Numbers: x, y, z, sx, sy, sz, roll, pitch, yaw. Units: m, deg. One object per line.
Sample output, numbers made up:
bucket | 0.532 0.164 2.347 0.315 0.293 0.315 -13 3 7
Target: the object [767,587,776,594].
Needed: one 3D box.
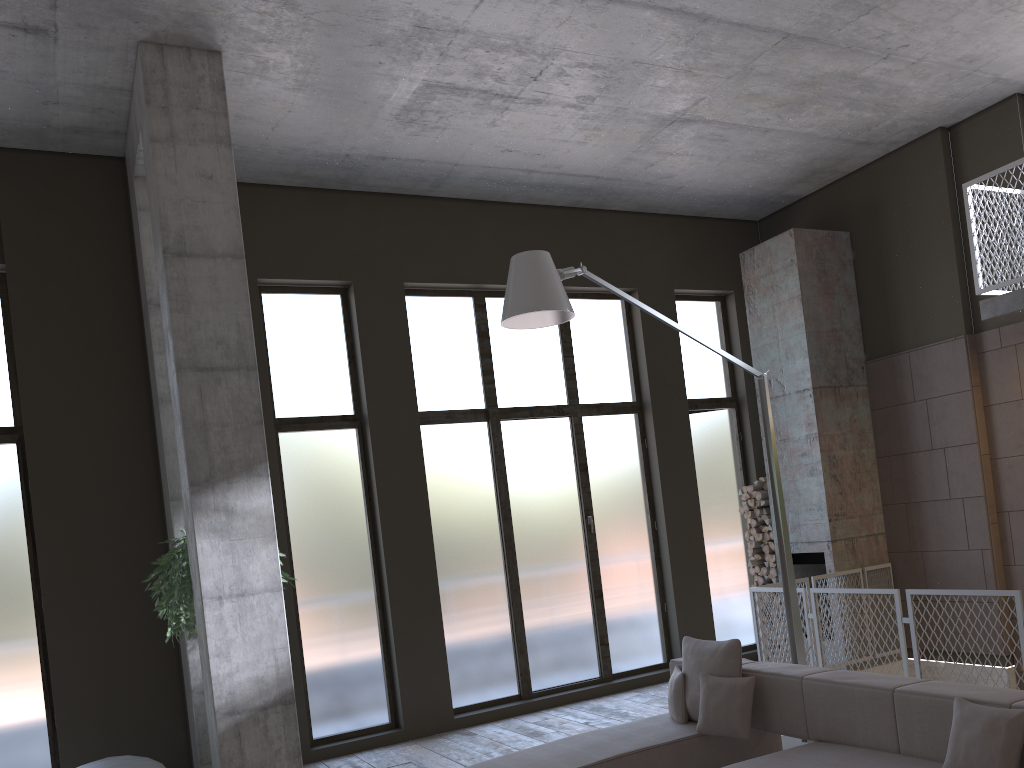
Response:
object | 3.048 2.277 9.819 0.453 0.089 0.092 -2 -7 -27

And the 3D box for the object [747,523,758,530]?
object | 2.782 1.611 9.994 0.250 0.072 0.046 -2 -5 -28

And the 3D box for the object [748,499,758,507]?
object | 2.882 1.324 9.910 0.477 0.082 0.095 -2 -7 -28

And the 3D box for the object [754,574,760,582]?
object | 2.919 2.214 10.041 0.291 0.102 0.102 -3 -6 -26

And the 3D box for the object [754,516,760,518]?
object | 2.868 1.479 9.955 0.330 0.056 0.090 -2 -8 -28

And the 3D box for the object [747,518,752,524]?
object | 2.843 1.564 10.050 0.291 0.102 0.102 -3 -6 -26

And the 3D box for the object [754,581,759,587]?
object | 2.859 2.261 9.986 0.250 0.072 0.046 -2 -5 -28

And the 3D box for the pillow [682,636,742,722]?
pillow | 1.254 1.888 5.574 0.220 0.553 0.572 -6 -5 -26

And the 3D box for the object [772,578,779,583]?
object | 3.075 2.180 9.785 0.423 0.084 0.067 -2 -6 -30

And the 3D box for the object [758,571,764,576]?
object | 2.945 2.129 9.947 0.330 0.056 0.090 -2 -8 -28

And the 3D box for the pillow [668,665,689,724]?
pillow | 1.108 2.074 5.819 0.151 0.373 0.372 -7 -5 5

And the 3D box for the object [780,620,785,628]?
object | 3.170 2.625 9.736 0.435 0.091 0.093 -2 -7 -28

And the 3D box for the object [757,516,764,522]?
object | 2.923 1.505 9.913 0.357 0.074 0.065 -2 -6 -29

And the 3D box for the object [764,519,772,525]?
object | 2.998 1.530 9.793 0.423 0.084 0.067 -2 -6 -30

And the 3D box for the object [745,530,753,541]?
object | 2.833 1.729 10.074 0.362 0.124 0.064 -2 -4 -29

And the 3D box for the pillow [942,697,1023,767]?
pillow | 2.120 1.615 3.931 0.186 0.356 0.376 -5 -5 -28

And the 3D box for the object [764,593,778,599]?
object | 3.043 2.353 9.885 0.477 0.083 0.095 -2 -7 -28

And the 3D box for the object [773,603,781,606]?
object | 3.116 2.405 9.799 0.453 0.089 0.092 -2 -7 -28

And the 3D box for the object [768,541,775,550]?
object | 3.018 1.785 9.742 0.363 0.108 0.090 -2 -6 -28

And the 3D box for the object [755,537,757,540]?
object | 2.944 1.713 9.899 0.433 0.079 0.116 -2 -8 -28

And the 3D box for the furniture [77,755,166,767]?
furniture | -3.066 2.873 5.477 1.799 0.804 1.643 -8 -8 10

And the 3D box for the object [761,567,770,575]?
object | 3.002 2.080 9.870 0.453 0.089 0.092 -2 -7 -29

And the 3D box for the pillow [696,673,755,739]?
pillow | 1.291 1.941 5.295 0.381 0.370 0.168 -10 -4 36

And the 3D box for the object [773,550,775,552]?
object | 3.074 1.834 9.792 0.361 0.086 0.103 -2 -7 -28

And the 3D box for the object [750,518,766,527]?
object | 2.848 1.556 9.945 0.292 0.106 0.100 -3 -6 -27

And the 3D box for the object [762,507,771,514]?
object | 2.982 1.405 9.830 0.421 0.071 0.068 -2 -7 -28

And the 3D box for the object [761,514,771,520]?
object | 2.964 1.472 9.821 0.362 0.067 0.124 -2 -9 -26

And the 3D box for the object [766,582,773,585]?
object | 3.047 2.275 9.933 0.361 0.086 0.103 -2 -7 -28

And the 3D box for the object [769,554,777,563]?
object | 3.069 1.913 9.744 0.477 0.083 0.095 -2 -7 -28

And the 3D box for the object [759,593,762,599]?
object | 2.974 2.392 10.025 0.420 0.067 0.068 -2 -7 -28

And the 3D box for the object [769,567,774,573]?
object | 3.059 2.055 9.822 0.421 0.071 0.068 -2 -7 -28

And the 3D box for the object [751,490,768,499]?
object | 2.859 1.232 9.862 0.361 0.083 0.105 -2 -7 -28

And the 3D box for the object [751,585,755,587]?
object | 2.913 2.331 10.051 0.363 0.108 0.090 -2 -6 -28

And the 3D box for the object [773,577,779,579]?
object | 3.097 2.205 9.897 0.290 0.102 0.105 -2 -7 -28

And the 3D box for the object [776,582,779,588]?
object | 3.104 2.200 9.736 0.423 0.084 0.067 -2 -6 -30

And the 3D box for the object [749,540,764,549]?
object | 2.901 1.799 9.946 0.477 0.083 0.095 -2 -7 -28

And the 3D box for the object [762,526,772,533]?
object | 3.009 1.617 9.846 0.433 0.079 0.116 -2 -8 -28

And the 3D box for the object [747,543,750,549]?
object | 2.870 1.824 10.014 0.420 0.067 0.068 -2 -7 -28

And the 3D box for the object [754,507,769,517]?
object | 2.926 1.430 9.879 0.453 0.089 0.092 -2 -7 -29

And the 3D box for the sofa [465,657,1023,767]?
sofa | 0.779 2.043 4.251 2.996 0.778 3.049 -2 -10 -27

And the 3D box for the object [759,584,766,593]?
object | 2.991 2.306 9.990 0.435 0.093 0.094 -2 -7 -28

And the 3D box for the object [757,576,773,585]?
object | 2.924 2.206 9.937 0.292 0.106 0.100 -3 -6 -27

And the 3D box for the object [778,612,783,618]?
object | 3.138 2.537 9.757 0.420 0.072 0.072 -2 -7 -28
